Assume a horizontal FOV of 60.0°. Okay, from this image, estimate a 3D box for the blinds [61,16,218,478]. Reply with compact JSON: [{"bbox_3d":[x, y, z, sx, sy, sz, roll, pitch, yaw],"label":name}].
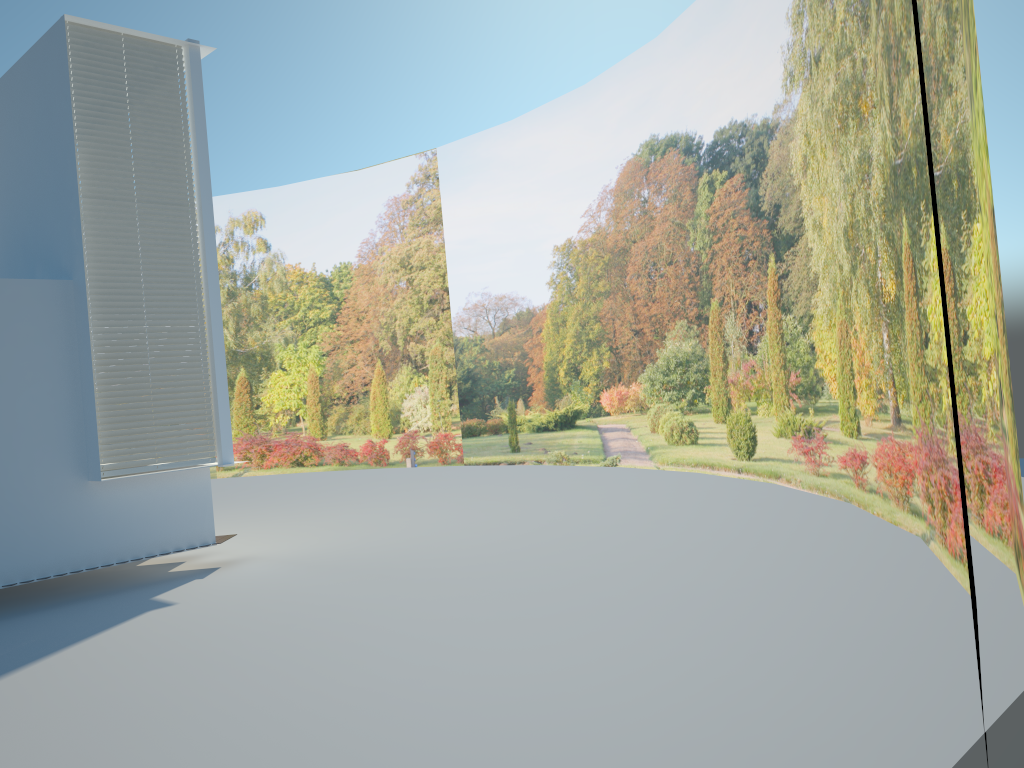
[{"bbox_3d":[-4.303,-1.218,10.125,1.220,4.267,3.915,-5,-1,-27],"label":"blinds"}]
